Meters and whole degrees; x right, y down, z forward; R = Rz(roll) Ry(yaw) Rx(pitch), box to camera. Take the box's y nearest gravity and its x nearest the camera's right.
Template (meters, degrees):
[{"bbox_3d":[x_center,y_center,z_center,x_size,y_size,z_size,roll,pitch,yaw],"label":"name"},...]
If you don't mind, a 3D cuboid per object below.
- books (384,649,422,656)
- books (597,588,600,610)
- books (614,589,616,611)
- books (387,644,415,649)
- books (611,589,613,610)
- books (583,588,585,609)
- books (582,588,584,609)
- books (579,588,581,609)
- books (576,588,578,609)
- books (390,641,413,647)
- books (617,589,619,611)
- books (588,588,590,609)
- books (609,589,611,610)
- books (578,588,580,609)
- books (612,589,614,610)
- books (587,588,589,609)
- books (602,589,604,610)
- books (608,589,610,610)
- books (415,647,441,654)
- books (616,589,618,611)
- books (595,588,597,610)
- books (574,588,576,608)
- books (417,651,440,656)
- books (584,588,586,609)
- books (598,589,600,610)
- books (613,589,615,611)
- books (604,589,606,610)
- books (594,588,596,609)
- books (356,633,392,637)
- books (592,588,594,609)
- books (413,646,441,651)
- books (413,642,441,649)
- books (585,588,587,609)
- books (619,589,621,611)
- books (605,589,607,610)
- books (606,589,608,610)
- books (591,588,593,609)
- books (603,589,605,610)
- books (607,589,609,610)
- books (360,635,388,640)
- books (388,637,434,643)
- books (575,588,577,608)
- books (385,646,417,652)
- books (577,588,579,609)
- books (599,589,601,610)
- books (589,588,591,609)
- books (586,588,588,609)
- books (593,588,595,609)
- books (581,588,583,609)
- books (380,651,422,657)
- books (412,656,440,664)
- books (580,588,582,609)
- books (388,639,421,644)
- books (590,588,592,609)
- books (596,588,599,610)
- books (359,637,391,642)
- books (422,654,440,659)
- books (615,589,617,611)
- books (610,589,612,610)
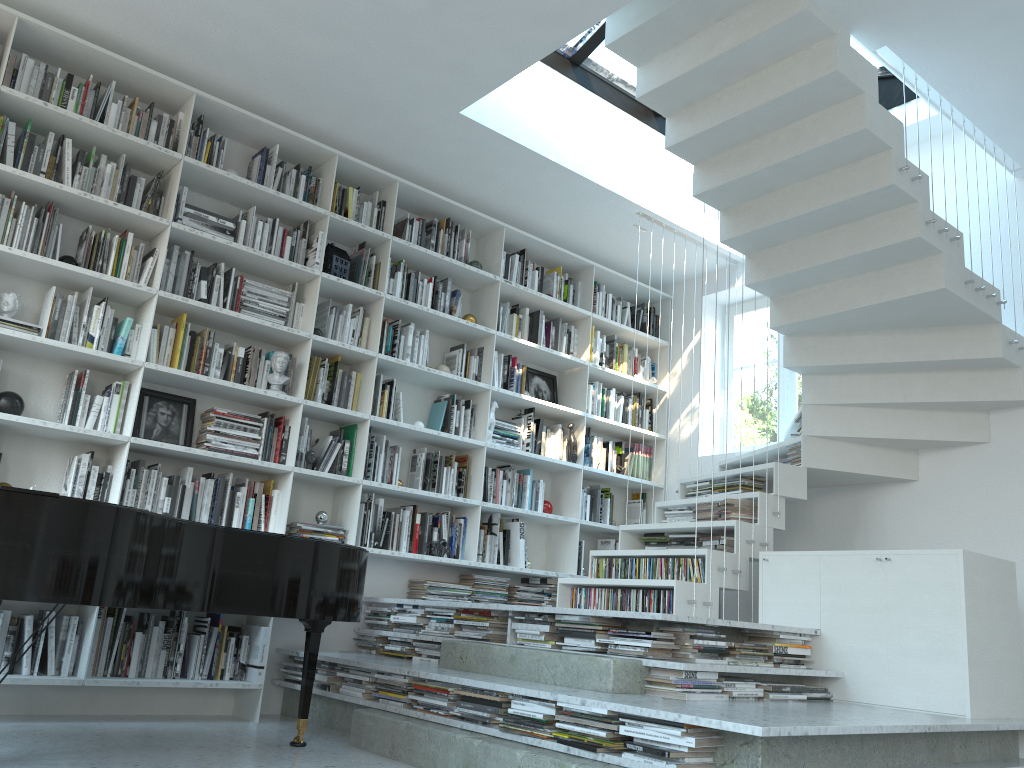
[{"bbox_3d":[-0.556,1.456,4.810,0.160,0.014,0.268,17,-19,-38],"label":"books"},{"bbox_3d":[0.508,1.168,4.766,0.125,0.125,0.007,16,-18,-37],"label":"books"},{"bbox_3d":[0.586,1.149,4.673,0.125,0.125,0.008,16,-18,-37],"label":"books"},{"bbox_3d":[-0.553,1.429,4.817,0.159,0.009,0.228,16,-19,-36],"label":"books"},{"bbox_3d":[0.572,1.153,4.690,0.125,0.125,0.008,16,-18,-37],"label":"books"},{"bbox_3d":[0.439,1.184,4.848,0.125,0.125,0.007,16,-18,-37],"label":"books"},{"bbox_3d":[0.434,1.186,4.854,0.125,0.125,0.009,16,-18,-37],"label":"books"},{"bbox_3d":[0.418,1.189,4.873,0.125,0.125,0.010,16,-18,-37],"label":"books"},{"bbox_3d":[0.403,1.193,4.890,0.125,0.125,0.007,16,-18,-37],"label":"books"},{"bbox_3d":[-0.547,1.418,4.824,0.137,0.018,0.200,18,-20,-41],"label":"books"},{"bbox_3d":[0.601,1.146,4.656,0.125,0.125,0.007,16,-18,-37],"label":"books"},{"bbox_3d":[0.464,1.179,4.818,0.125,0.125,0.008,16,-18,-37],"label":"books"},{"bbox_3d":[0.563,1.155,4.702,0.125,0.125,0.008,16,-18,-37],"label":"books"},{"bbox_3d":[0.412,1.191,4.879,0.125,0.125,0.008,16,-18,-37],"label":"books"},{"bbox_3d":[0.577,1.151,4.685,0.125,0.125,0.009,16,-18,-37],"label":"books"},{"bbox_3d":[0.458,1.180,4.825,0.125,0.125,0.008,16,-18,-37],"label":"books"},{"bbox_3d":[0.527,1.163,4.743,0.125,0.125,0.008,16,-18,-37],"label":"books"},{"bbox_3d":[0.557,1.156,4.708,0.125,0.125,0.009,16,-18,-37],"label":"books"},{"bbox_3d":[-0.359,1.382,4.579,0.156,0.017,0.263,18,-20,-41],"label":"books"},{"bbox_3d":[0.596,1.147,4.662,0.125,0.125,0.007,16,-18,-37],"label":"books"},{"bbox_3d":[0.497,1.170,4.779,0.125,0.125,0.008,16,-18,-37],"label":"books"},{"bbox_3d":[0.393,1.195,4.902,0.125,0.125,0.009,16,-18,-37],"label":"books"},{"bbox_3d":[-0.357,1.397,4.578,0.161,0.012,0.254,16,-19,-36],"label":"books"},{"bbox_3d":[0.444,1.183,4.842,0.125,0.125,0.008,16,-18,-37],"label":"books"},{"bbox_3d":[0.512,1.167,4.761,0.125,0.125,0.007,16,-18,-37],"label":"books"},{"bbox_3d":[0.582,1.150,4.679,0.125,0.125,0.007,16,-18,-37],"label":"books"},{"bbox_3d":[0.537,1.161,4.731,0.125,0.125,0.008,16,-18,-37],"label":"books"},{"bbox_3d":[0.492,1.172,4.785,0.125,0.125,0.007,16,-18,-37],"label":"books"},{"bbox_3d":[-0.756,1.434,5.057,0.174,0.009,0.240,16,-19,-35],"label":"books"},{"bbox_3d":[0.483,1.174,4.796,0.125,0.125,0.008,16,-18,-37],"label":"books"},{"bbox_3d":[-0.362,1.368,4.580,0.178,0.009,0.277,16,-19,-36],"label":"books"},{"bbox_3d":[-0.365,1.355,4.580,0.181,0.017,0.250,18,-20,-40],"label":"books"},{"bbox_3d":[0.448,1.182,4.837,0.125,0.125,0.008,16,-18,-37],"label":"books"},{"bbox_3d":[0.606,1.144,4.650,0.125,0.125,0.010,16,-18,-37],"label":"books"},{"bbox_3d":[0.543,1.160,4.725,0.125,0.125,0.008,16,-18,-37],"label":"books"},{"bbox_3d":[0.547,1.159,4.720,0.125,0.125,0.008,16,-18,-37],"label":"books"},{"bbox_3d":[0.478,1.175,4.801,0.125,0.125,0.007,16,-18,-37],"label":"books"},{"bbox_3d":[0.532,1.162,4.737,0.125,0.125,0.007,16,-18,-37],"label":"books"},{"bbox_3d":[0.553,1.157,4.713,0.125,0.125,0.008,16,-18,-37],"label":"books"},{"bbox_3d":[-0.753,1.446,5.058,0.153,0.015,0.208,14,-18,-32],"label":"books"},{"bbox_3d":[-0.548,1.393,4.828,0.149,0.014,0.228,17,-20,-39],"label":"books"},{"bbox_3d":[0.398,1.194,4.896,0.125,0.125,0.007,16,-18,-37],"label":"books"},{"bbox_3d":[-0.564,1.439,4.806,0.180,0.016,0.183,18,-20,-40],"label":"books"},{"bbox_3d":[0.408,1.192,4.884,0.125,0.125,0.008,16,-18,-37],"label":"books"},{"bbox_3d":[0.517,1.166,4.755,0.125,0.125,0.008,16,-18,-37],"label":"books"},{"bbox_3d":[0.468,1.177,4.813,0.125,0.125,0.007,16,-18,-37],"label":"books"},{"bbox_3d":[0.453,1.181,4.830,0.125,0.125,0.008,16,-18,-37],"label":"books"},{"bbox_3d":[0.487,1.173,4.791,0.125,0.125,0.008,16,-18,-37],"label":"books"},{"bbox_3d":[0.429,1.187,4.859,0.125,0.125,0.009,16,-18,-37],"label":"books"},{"bbox_3d":[-0.570,1.463,4.796,0.187,0.009,0.261,15,-18,-34],"label":"books"},{"bbox_3d":[-0.375,1.425,4.558,0.189,0.028,0.202,19,-20,-42],"label":"books"},{"bbox_3d":[0.423,1.188,4.866,0.125,0.125,0.007,16,-18,-37],"label":"books"},{"bbox_3d":[-0.550,1.404,4.824,0.144,0.009,0.250,15,-18,-33],"label":"books"},{"bbox_3d":[0.473,1.176,4.807,0.125,0.125,0.007,16,-18,-37],"label":"books"},{"bbox_3d":[0.502,1.169,4.773,0.125,0.125,0.009,16,-18,-37],"label":"books"},{"bbox_3d":[-0.755,1.457,5.054,0.160,0.009,0.210,15,-18,-33],"label":"books"},{"bbox_3d":[-0.353,1.411,4.579,0.138,0.014,0.215,15,-18,-33],"label":"books"},{"bbox_3d":[0.591,1.148,4.668,0.125,0.125,0.007,16,-18,-37],"label":"books"},{"bbox_3d":[0.567,1.154,4.696,0.125,0.125,0.007,16,-18,-37],"label":"books"}]
